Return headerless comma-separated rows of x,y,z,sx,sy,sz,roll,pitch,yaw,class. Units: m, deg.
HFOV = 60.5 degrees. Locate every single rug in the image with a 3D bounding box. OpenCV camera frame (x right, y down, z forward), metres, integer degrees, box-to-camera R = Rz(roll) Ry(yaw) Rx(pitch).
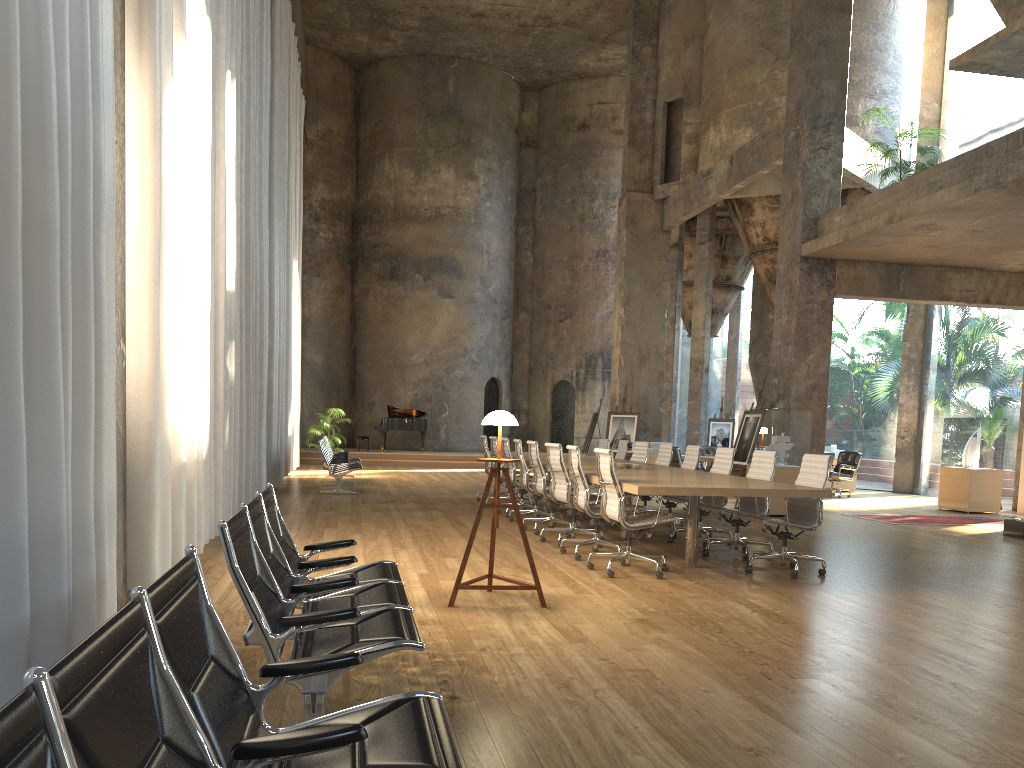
6.306,1.991,12.875,2.464,0.009,1.339,2,-3,-10,rug

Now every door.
-0.697,0.943,26.927,0.091,2.316,0.899,6,6,38,door
1.624,1.205,27.365,0.898,2.654,0.110,4,6,32,door

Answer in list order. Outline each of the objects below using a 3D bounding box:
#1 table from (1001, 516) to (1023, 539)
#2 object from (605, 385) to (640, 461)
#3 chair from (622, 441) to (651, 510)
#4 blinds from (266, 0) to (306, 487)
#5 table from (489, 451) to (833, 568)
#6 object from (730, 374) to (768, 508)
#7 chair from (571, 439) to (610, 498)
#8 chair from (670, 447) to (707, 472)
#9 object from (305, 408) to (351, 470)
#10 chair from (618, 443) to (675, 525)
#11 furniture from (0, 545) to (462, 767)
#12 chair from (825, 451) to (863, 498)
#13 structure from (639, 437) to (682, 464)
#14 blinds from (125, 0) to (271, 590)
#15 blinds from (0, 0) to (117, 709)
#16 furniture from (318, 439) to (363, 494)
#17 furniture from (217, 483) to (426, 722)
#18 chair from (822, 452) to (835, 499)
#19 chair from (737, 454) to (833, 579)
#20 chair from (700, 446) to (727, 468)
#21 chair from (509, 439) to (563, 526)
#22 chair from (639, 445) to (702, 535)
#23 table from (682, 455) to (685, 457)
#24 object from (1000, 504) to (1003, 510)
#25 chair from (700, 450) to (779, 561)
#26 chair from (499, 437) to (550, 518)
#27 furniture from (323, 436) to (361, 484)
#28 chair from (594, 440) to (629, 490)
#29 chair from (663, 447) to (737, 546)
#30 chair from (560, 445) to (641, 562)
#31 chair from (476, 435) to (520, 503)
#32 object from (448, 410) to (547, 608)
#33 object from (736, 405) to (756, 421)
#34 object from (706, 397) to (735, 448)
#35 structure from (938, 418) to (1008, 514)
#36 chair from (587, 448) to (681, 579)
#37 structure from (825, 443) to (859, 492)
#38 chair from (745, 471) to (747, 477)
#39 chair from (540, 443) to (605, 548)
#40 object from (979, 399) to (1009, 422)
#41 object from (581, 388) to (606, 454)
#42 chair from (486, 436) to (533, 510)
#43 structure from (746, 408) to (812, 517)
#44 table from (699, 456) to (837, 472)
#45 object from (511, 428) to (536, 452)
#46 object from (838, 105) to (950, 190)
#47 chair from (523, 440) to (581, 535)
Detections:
6.659,1.801,11.034,0.860,0.248,0.368,2,0,-11,table
2.337,1.090,18.603,0.700,2.165,0.679,3,5,21,object
1.517,1.291,12.013,0.699,1.034,0.660,1,3,-11,chair
-4.389,-2.536,17.447,0.275,8.716,7.774,1,2,-9,blinds
1.027,1.339,10.563,1.602,0.763,7.671,2,-3,-10,table
3.711,0.906,13.713,0.685,2.165,0.694,1,4,-11,object
1.163,1.358,13.690,0.699,1.034,0.660,2,3,-5,chair
3.290,1.627,16.575,0.821,0.900,0.724,1,2,-14,chair
-4.313,1.292,20.615,1.092,1.469,1.120,1,2,-19,object
1.680,1.254,11.098,0.699,1.034,0.660,2,3,-5,chair
-0.383,0.835,1.587,0.709,0.847,1.861,1,-1,-10,furniture
6.285,1.748,17.117,0.821,0.900,0.724,1,2,-16,chair
3.277,1.703,19.537,0.743,1.023,0.730,1,2,-10,structure
-2.825,-2.881,8.979,0.275,8.716,7.774,1,2,-9,blinds
-1.256,-3.227,0.484,0.275,8.716,7.773,1,2,-11,blinds
-2.901,1.376,14.912,0.709,0.847,1.861,1,-1,-10,furniture
-0.815,0.930,3.927,0.709,0.847,1.861,1,-1,-10,furniture
5.446,1.682,16.265,0.729,0.900,0.816,0,2,-37,chair
2.340,1.108,7.527,0.699,1.034,0.660,2,3,-5,chair
4.089,1.695,17.483,0.730,0.900,0.816,2,2,-4,chair
0.323,1.194,10.746,0.699,1.034,0.660,2,3,-2,chair
1.837,1.219,10.235,0.699,1.034,0.660,2,3,-2,chair
3.515,2.102,22.922,1.872,0.551,0.935,2,-1,-11,table
8.046,1.669,15.078,0.567,0.981,0.657,5,4,44,object
2.170,1.146,8.456,0.699,1.034,0.660,1,3,-7,chair
0.158,1.230,11.626,0.699,1.034,0.660,2,3,-5,chair
-3.333,1.471,17.252,0.709,0.847,1.861,1,-1,-10,furniture
1.354,1.325,12.850,0.699,1.034,0.660,2,3,-2,chair
2.002,1.183,9.355,0.699,1.034,0.660,2,3,-5,chair
0.815,1.088,8.132,0.699,1.034,0.660,2,3,-2,chair
2.622,1.422,13.915,12.958,1.039,31.327,2,-3,-10,chair
-0.010,0.828,5.845,0.569,1.308,0.654,3,4,23,object
5.989,0.985,22.220,0.687,0.947,0.854,2,2,10,object
5.534,1.412,23.314,0.700,2.165,0.679,3,5,18,object
7.576,1.338,14.484,0.594,1.561,0.736,1,4,-10,structure
1.000,1.055,7.291,0.699,1.034,0.660,2,3,-5,chair
6.873,1.787,18.876,0.735,1.023,0.738,1,2,-10,structure
4.457,1.640,16.050,0.730,0.900,0.815,1,2,-17,chair
0.660,1.122,8.971,0.699,1.034,0.660,1,3,-11,chair
8.136,0.717,15.012,0.688,0.947,0.853,1,2,-20,object
1.891,1.161,20.434,0.683,2.165,0.696,3,4,16,object
-0.010,1.266,12.525,0.699,1.034,0.660,1,3,-7,chair
3.884,1.145,12.867,0.594,1.561,0.736,1,4,-10,structure
4.817,1.784,16.856,2.411,0.706,1.098,2,0,-11,table
0.359,1.839,27.622,0.912,0.999,0.901,2,2,1,object
5.586,-2.992,12.738,1.402,1.825,1.346,2,2,-5,object
0.480,1.159,9.883,0.699,1.034,0.660,2,3,-5,chair
